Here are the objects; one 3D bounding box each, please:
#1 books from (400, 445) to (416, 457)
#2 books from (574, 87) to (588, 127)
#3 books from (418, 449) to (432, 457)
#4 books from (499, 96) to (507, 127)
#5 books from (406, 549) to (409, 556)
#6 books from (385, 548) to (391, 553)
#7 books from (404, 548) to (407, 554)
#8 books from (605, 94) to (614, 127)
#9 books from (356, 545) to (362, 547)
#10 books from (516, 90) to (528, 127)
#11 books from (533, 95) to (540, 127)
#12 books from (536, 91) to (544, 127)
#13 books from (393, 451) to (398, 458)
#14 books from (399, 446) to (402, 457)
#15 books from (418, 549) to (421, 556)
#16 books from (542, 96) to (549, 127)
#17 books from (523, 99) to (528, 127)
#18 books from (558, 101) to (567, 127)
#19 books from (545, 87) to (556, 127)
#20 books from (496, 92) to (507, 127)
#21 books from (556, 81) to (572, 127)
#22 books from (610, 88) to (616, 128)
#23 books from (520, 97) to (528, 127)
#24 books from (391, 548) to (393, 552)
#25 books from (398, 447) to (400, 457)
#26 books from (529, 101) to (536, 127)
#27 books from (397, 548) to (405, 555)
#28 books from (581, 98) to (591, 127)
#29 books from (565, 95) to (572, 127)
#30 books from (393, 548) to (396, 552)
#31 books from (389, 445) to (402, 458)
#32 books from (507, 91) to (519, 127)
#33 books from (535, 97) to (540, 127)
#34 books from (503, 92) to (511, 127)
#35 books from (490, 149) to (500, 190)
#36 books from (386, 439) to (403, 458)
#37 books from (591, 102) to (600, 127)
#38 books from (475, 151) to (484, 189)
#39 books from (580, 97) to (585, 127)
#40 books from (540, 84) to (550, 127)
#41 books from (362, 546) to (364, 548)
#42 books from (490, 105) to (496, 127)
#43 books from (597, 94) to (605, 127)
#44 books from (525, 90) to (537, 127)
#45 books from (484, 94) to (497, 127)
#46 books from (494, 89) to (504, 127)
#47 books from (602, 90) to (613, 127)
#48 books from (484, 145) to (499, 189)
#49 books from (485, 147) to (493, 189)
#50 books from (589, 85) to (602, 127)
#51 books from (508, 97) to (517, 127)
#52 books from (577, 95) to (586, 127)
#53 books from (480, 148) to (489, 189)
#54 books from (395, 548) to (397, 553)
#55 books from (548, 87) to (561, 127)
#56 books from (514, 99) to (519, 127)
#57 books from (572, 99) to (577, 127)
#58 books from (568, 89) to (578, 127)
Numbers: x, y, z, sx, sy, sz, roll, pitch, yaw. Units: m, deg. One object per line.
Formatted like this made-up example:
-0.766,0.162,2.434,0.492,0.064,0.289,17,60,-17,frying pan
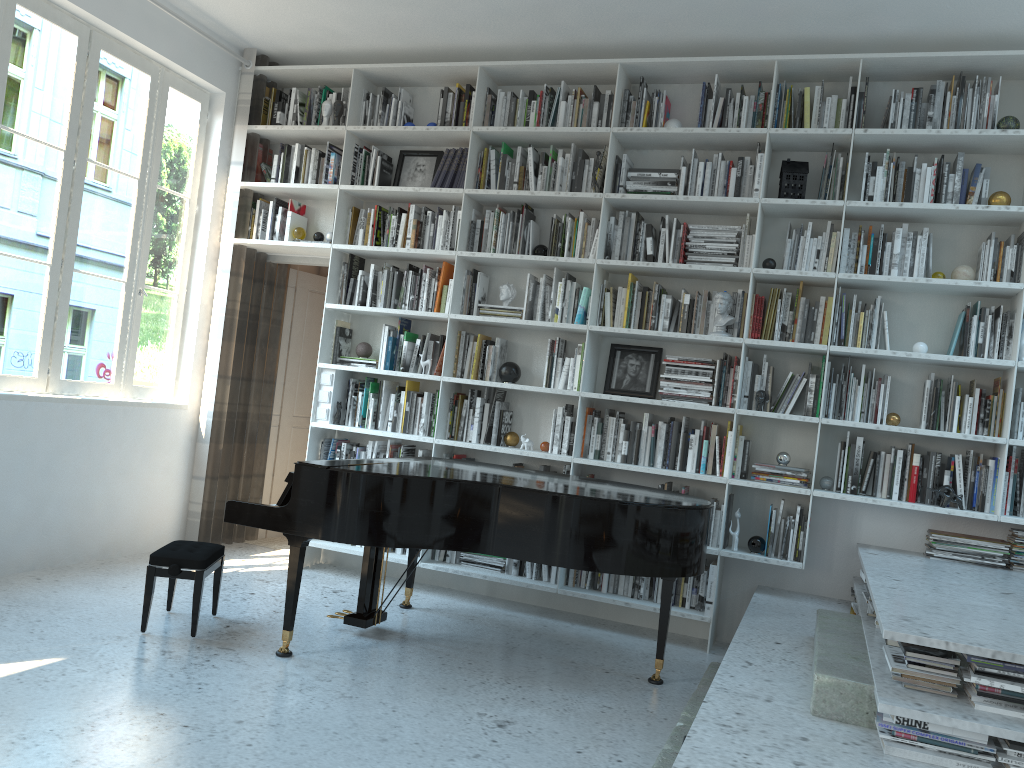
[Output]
-0.650,0.526,5.438,0.013,0.301,0.172,7,-1,20,books
0.402,-1.563,5.166,0.014,0.266,0.192,7,-1,20,books
-0.546,0.544,5.413,0.025,0.288,0.130,7,-1,20,books
-0.026,-1.587,5.328,0.023,0.220,0.181,7,-1,20,books
-0.577,0.888,5.386,0.021,0.295,0.188,7,-1,20,books
-0.721,0.898,5.429,0.023,0.244,0.188,7,-1,20,books
-0.597,0.903,5.424,0.040,0.264,0.137,7,-1,20,books
0.578,-1.523,5.102,0.026,0.225,0.172,7,-1,20,books
-0.901,0.900,5.496,0.030,0.201,0.168,7,-1,20,books
0.066,-1.599,5.297,0.010,0.264,0.160,7,-1,20,books
0.166,-1.573,5.265,0.013,0.234,0.154,7,-1,20,books
0.188,-1.579,5.250,0.013,0.251,0.183,7,-1,20,books
-0.701,0.544,5.471,0.029,0.254,0.153,7,-1,20,books
-0.665,0.529,5.449,0.022,0.290,0.137,7,-1,20,books
-0.521,0.915,5.387,0.065,0.256,0.156,7,-1,20,books
0.221,-1.567,5.253,0.029,0.235,0.130,7,-1,20,books
0.103,-1.570,5.301,0.012,0.216,0.150,7,-1,20,books
0.315,-1.534,5.205,0.031,0.190,0.181,7,-1,20,books
0.237,-1.586,5.232,0.013,0.276,0.164,7,-1,20,books
-0.048,-1.607,5.341,0.031,0.254,0.145,7,-1,20,books
0.304,-1.598,5.220,0.014,0.315,0.166,7,-1,20,books
0.601,-1.541,5.103,0.014,0.267,0.171,7,-1,20,books
0.090,-1.581,5.315,0.025,0.234,0.129,7,-1,20,books
-0.690,0.869,5.452,0.013,0.310,0.130,7,-1,20,books
-0.678,0.532,5.466,0.013,0.284,0.139,7,-1,20,books
0.145,-1.558,5.275,0.030,0.201,0.152,7,-1,20,books
-0.637,0.902,5.414,0.027,0.256,0.179,7,-1,20,books
0.447,-1.525,5.139,0.026,0.200,0.187,7,-1,20,books
0.347,-1.553,5.204,0.026,0.236,0.134,7,-1,20,books
-0.679,0.919,5.444,0.024,0.214,0.137,7,-1,20,books
-0.723,0.520,5.461,0.012,0.295,0.176,7,-1,20,books
0.013,-1.597,5.313,0.012,0.250,0.174,7,-1,20,books
0.174,-1.563,5.253,0.011,0.216,0.160,7,-1,20,books
-0.002,-1.600,5.323,0.023,0.251,0.170,7,-1,20,books
-0.085,-1.251,5.341,0.067,0.274,0.168,7,-1,20,books
-0.736,0.504,5.457,0.014,0.325,0.170,7,-1,20,books
0.498,-1.512,5.133,0.031,0.185,0.177,7,-1,20,books
-0.169,-1.252,5.350,0.023,0.256,0.175,7,-1,20,books
0.430,-1.530,5.148,0.013,0.207,0.178,7,-1,20,books
0.202,-1.601,5.248,0.010,0.299,0.151,7,-1,20,books
-0.854,0.873,5.485,0.031,0.266,0.186,7,-1,20,books
-0.095,-1.575,5.366,0.024,0.183,0.133,7,-1,20,books
0.531,-1.534,5.133,0.026,0.237,0.149,7,-1,20,books
0.124,-1.594,5.294,0.028,0.268,0.151,7,-1,20,books
-0.122,-1.606,5.361,0.029,0.237,0.156,7,-1,20,books
-0.065,-1.620,5.368,0.021,0.279,0.141,7,-1,20,books
0.561,-1.543,5.132,0.029,0.261,0.151,7,-1,20,books
-0.125,-1.272,5.373,0.014,0.309,0.130,7,-1,20,books
-0.123,-1.262,5.347,0.010,0.287,0.148,7,-1,20,books
0.486,-1.563,5.146,0.013,0.285,0.159,7,-1,20,books
0.026,-1.575,5.294,0.029,0.208,0.178,7,-1,20,books
0.419,-1.542,5.166,0.021,0.228,0.161,7,-1,20,books
-0.146,-1.262,5.358,0.013,0.283,0.159,7,-1,20,books
-0.661,0.915,5.425,0.022,0.224,0.141,7,-1,20,books
0.266,-1.581,5.219,0.052,0.273,0.172,7,-1,20,books
0.051,-1.572,5.299,0.014,0.207,0.166,7,-1,20,books
0.388,-1.538,5.199,0.029,0.213,0.141,7,-1,20,books
0.368,-1.568,5.198,0.014,0.269,0.156,7,-1,20,books
